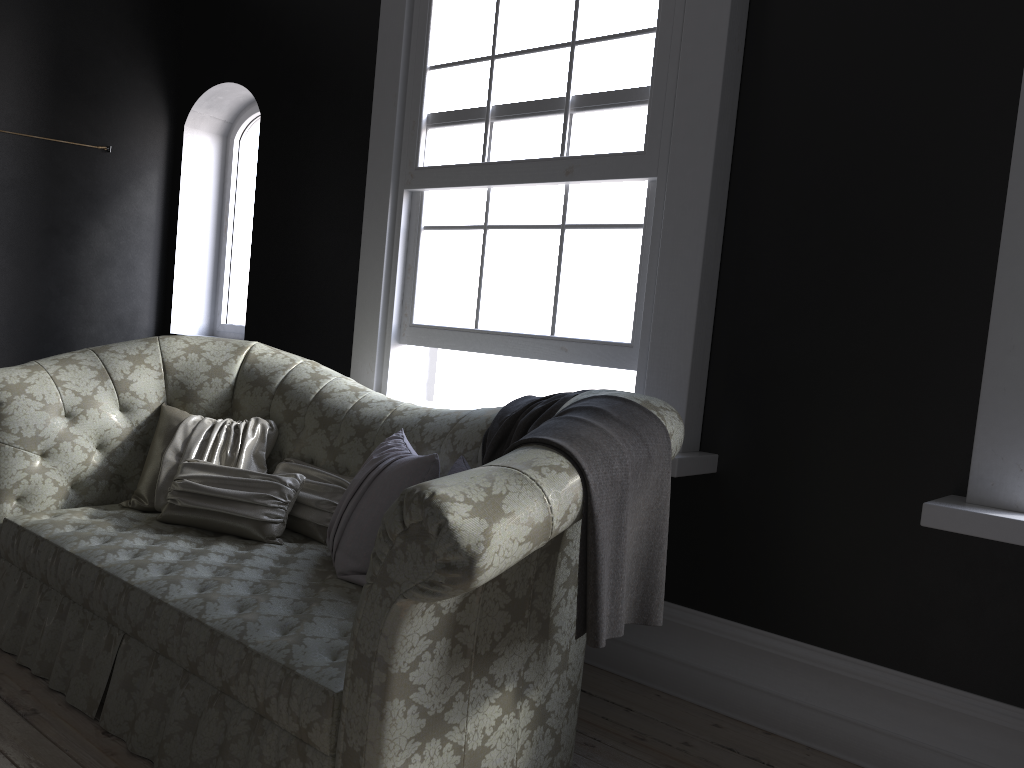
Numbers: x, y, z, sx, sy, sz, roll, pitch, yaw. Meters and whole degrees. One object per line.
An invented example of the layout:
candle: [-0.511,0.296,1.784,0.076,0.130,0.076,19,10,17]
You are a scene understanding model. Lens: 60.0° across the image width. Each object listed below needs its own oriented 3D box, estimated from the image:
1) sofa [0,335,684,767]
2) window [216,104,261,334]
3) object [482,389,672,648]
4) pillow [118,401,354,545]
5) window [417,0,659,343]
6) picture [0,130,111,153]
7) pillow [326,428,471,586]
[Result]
sofa: [-0.674,0.479,3.201,2.809,1.162,1.606,8,4,41]
window: [-1.574,-1.037,5.630,0.739,1.459,0.112,9,5,40]
object: [0.152,0.298,2.646,0.517,0.586,1.365,5,3,-1]
pillow: [-1.077,0.339,3.448,1.104,0.417,0.529,8,4,40]
window: [0.068,-1.025,3.728,1.261,1.674,0.056,9,5,40]
picture: [-3.874,-1.091,3.638,0.057,0.772,4.458,9,4,40]
pillow: [-0.299,0.425,2.827,0.405,0.462,0.962,2,5,-43]
